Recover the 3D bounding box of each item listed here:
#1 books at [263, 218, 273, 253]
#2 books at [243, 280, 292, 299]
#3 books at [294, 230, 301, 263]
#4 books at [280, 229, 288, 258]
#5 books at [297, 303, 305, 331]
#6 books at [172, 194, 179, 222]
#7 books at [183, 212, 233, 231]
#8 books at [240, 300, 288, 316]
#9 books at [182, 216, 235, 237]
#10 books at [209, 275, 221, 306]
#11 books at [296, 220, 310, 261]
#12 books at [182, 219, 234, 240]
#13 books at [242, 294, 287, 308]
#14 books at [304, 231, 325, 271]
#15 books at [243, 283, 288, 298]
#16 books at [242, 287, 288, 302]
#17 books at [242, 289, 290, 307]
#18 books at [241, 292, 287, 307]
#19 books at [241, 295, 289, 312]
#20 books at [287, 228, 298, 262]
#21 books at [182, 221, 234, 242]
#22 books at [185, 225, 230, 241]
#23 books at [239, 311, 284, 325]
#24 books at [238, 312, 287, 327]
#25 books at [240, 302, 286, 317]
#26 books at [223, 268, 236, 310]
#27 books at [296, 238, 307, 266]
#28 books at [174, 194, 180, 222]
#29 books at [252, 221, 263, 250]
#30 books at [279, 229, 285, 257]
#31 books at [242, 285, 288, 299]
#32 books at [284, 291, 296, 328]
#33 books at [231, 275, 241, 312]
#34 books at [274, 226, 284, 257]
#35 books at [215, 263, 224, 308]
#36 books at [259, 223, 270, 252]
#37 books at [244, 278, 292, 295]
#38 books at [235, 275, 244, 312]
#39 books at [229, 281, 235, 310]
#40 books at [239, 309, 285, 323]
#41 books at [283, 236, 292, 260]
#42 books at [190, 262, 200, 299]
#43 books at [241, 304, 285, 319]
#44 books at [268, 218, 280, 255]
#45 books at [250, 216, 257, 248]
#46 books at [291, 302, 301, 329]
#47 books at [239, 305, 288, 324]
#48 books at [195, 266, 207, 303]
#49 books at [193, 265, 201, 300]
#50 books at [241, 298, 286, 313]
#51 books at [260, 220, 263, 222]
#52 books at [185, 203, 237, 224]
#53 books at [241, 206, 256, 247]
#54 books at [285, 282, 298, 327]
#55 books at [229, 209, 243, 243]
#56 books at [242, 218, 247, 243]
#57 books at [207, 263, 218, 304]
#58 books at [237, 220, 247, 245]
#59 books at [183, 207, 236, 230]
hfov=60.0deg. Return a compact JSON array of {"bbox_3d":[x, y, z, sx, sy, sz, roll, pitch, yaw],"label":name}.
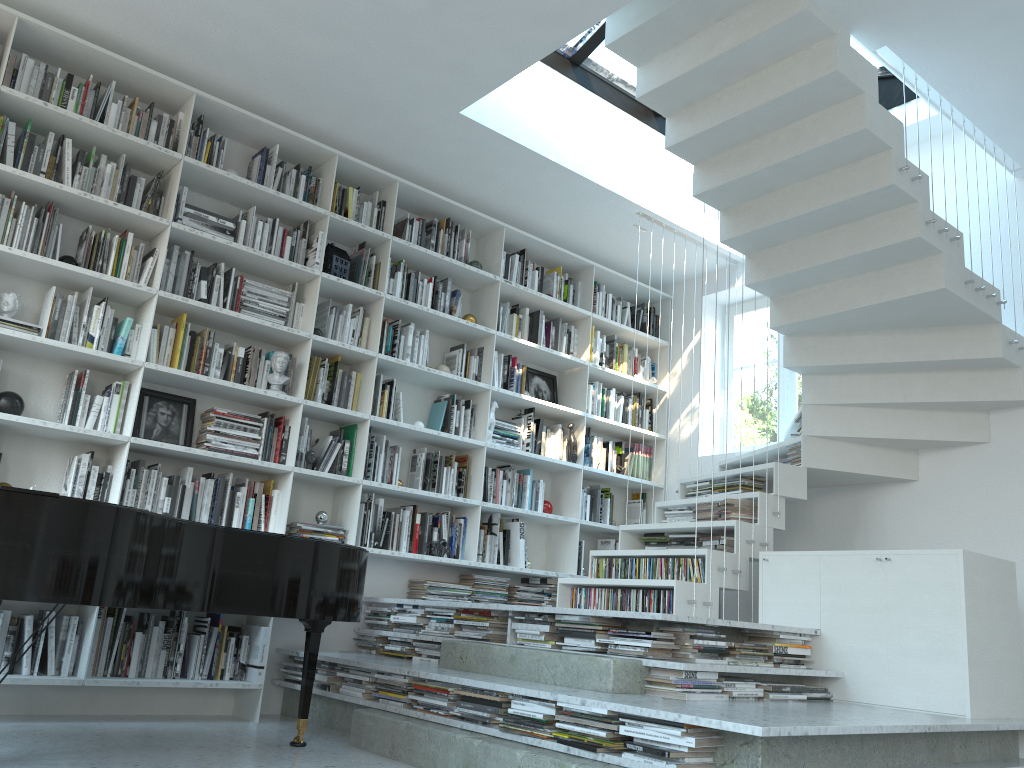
[{"bbox_3d":[-1.406,-0.784,4.980,0.029,0.272,0.140,16,-18,-37],"label":"books"},{"bbox_3d":[-1.387,-0.513,4.919,0.285,0.012,0.159,19,-20,-42],"label":"books"},{"bbox_3d":[-1.269,-0.743,5.071,0.029,0.260,0.133,16,-18,-37],"label":"books"},{"bbox_3d":[-1.325,-0.748,5.010,0.012,0.230,0.158,16,-18,-37],"label":"books"},{"bbox_3d":[-1.236,-0.342,5.030,0.030,0.204,0.158,16,-18,-37],"label":"books"},{"bbox_3d":[-1.799,-0.874,4.627,0.027,0.201,0.168,16,-18,-37],"label":"books"},{"bbox_3d":[-1.652,-0.847,4.761,0.254,0.025,0.161,18,-20,-41],"label":"books"},{"bbox_3d":[-1.402,-0.404,4.899,0.285,0.012,0.159,16,-19,-36],"label":"books"},{"bbox_3d":[-1.653,-0.824,4.753,0.285,0.024,0.160,14,-18,-32],"label":"books"},{"bbox_3d":[-1.608,-0.460,4.724,0.024,0.216,0.148,16,-18,-37],"label":"books"},{"bbox_3d":[-1.225,-0.767,5.107,0.012,0.333,0.156,16,-18,-37],"label":"books"},{"bbox_3d":[-1.660,-0.806,4.753,0.285,0.012,0.159,17,-20,-39],"label":"books"},{"bbox_3d":[-1.396,-0.440,4.904,0.254,0.012,0.161,18,-20,-40],"label":"books"},{"bbox_3d":[-1.161,-0.722,5.067,0.037,0.236,0.272,16,-19,-37],"label":"books"},{"bbox_3d":[-1.395,-0.499,4.925,0.254,0.012,0.161,16,-19,-37],"label":"books"},{"bbox_3d":[-1.390,-0.476,4.910,0.254,0.012,0.161,14,-18,-32],"label":"books"},{"bbox_3d":[-1.397,-0.463,4.914,0.285,0.012,0.159,17,-19,-38],"label":"books"},{"bbox_3d":[-1.396,-0.451,4.909,0.254,0.012,0.161,16,-19,-35],"label":"books"},{"bbox_3d":[-1.397,-0.428,4.901,0.285,0.012,0.160,15,-18,-34],"label":"books"},{"bbox_3d":[-1.283,-0.745,5.039,0.032,0.247,0.173,16,-18,-37],"label":"books"},{"bbox_3d":[-1.659,-0.795,4.748,0.285,0.012,0.159,18,-20,-40],"label":"books"},{"bbox_3d":[-1.660,-0.783,4.746,0.254,0.012,0.161,18,-20,-40],"label":"books"},{"bbox_3d":[-1.407,-0.346,4.885,0.254,0.012,0.161,16,-19,-37],"label":"books"},{"bbox_3d":[-1.407,-0.334,4.881,0.285,0.012,0.159,16,-19,-36],"label":"books"},{"bbox_3d":[-1.401,-0.393,4.894,0.254,0.012,0.161,17,-20,-39],"label":"books"},{"bbox_3d":[-1.550,-0.473,4.760,0.021,0.268,0.192,16,-18,-37],"label":"books"},{"bbox_3d":[-1.240,-0.710,5.071,0.029,0.202,0.191,16,-19,-37],"label":"books"},{"bbox_3d":[-1.791,-0.876,4.651,0.013,0.217,0.141,16,-18,-37],"label":"books"},{"bbox_3d":[-1.446,-0.776,4.914,0.027,0.216,0.190,16,-18,-37],"label":"books"},{"bbox_3d":[-1.338,-0.749,5.008,0.010,0.229,0.152,16,-18,-37],"label":"books"},{"bbox_3d":[-1.394,-0.488,4.918,0.254,0.012,0.161,16,-19,-35],"label":"books"},{"bbox_3d":[-1.270,-0.383,4.984,0.012,0.253,0.161,16,-18,-37],"label":"books"},{"bbox_3d":[-1.524,-0.451,4.788,0.015,0.244,0.183,16,-18,-37],"label":"books"},{"bbox_3d":[-1.352,-0.754,4.981,0.023,0.222,0.191,16,-18,-37],"label":"books"},{"bbox_3d":[-1.585,-0.490,4.752,0.049,0.290,0.162,16,-18,-37],"label":"books"},{"bbox_3d":[-1.417,-0.768,4.941,0.028,0.218,0.183,16,-18,-37],"label":"books"},{"bbox_3d":[-1.391,-0.523,4.927,0.285,0.012,0.159,16,-19,-35],"label":"books"},{"bbox_3d":[-1.505,-0.451,4.788,0.013,0.246,0.177,16,-18,-37],"label":"books"},{"bbox_3d":[-1.545,-0.440,4.779,0.024,0.215,0.132,16,-18,-37],"label":"books"},{"bbox_3d":[-1.405,-0.358,4.887,0.254,0.012,0.161,17,-19,-38],"label":"books"},{"bbox_3d":[-1.308,-0.723,5.014,0.029,0.187,0.176,16,-19,-37],"label":"books"},{"bbox_3d":[-1.697,-0.504,4.655,0.014,0.249,0.173,16,-18,-37],"label":"books"},{"bbox_3d":[-1.402,-0.382,4.891,0.254,0.012,0.161,16,-19,-35],"label":"books"},{"bbox_3d":[-1.373,-0.780,4.980,0.023,0.268,0.185,16,-18,-37],"label":"books"},{"bbox_3d":[-1.473,-0.793,4.898,0.021,0.237,0.171,16,-18,-37],"label":"books"},{"bbox_3d":[-1.255,-0.346,5.007,0.030,0.198,0.172,16,-18,-37],"label":"books"},{"bbox_3d":[-1.401,-0.370,4.886,0.285,0.012,0.159,18,-20,-40],"label":"books"},{"bbox_3d":[-1.654,-0.486,4.681,0.066,0.236,0.154,16,-18,-37],"label":"books"},{"bbox_3d":[-1.688,-0.496,4.663,0.011,0.239,0.147,16,-18,-37],"label":"books"},{"bbox_3d":[-1.401,-0.416,4.902,0.254,0.012,0.161,16,-19,-36],"label":"books"},{"bbox_3d":[-1.438,-0.783,4.939,0.012,0.244,0.131,16,-18,-37],"label":"books"},{"bbox_3d":[-1.655,-0.893,4.781,0.285,0.024,0.159,16,-19,-37],"label":"books"},{"bbox_3d":[-1.473,-0.822,4.882,0.011,0.283,0.190,16,-18,-37],"label":"books"},{"bbox_3d":[-1.268,-0.409,5.011,0.012,0.318,0.140,16,-18,-37],"label":"books"},{"bbox_3d":[-1.531,-0.819,4.854,0.012,0.253,0.161,16,-18,-37],"label":"books"},{"bbox_3d":[-1.515,-0.790,4.895,0.024,0.223,0.128,16,-18,-37],"label":"books"},{"bbox_3d":[-1.627,-0.498,4.724,0.022,0.284,0.131,16,-18,-37],"label":"books"},{"bbox_3d":[-1.517,-0.783,4.853,0.025,0.187,0.193,16,-19,-37],"label":"books"},{"bbox_3d":[-1.653,-0.870,4.771,0.285,0.024,0.159,16,-19,-35],"label":"books"}]
